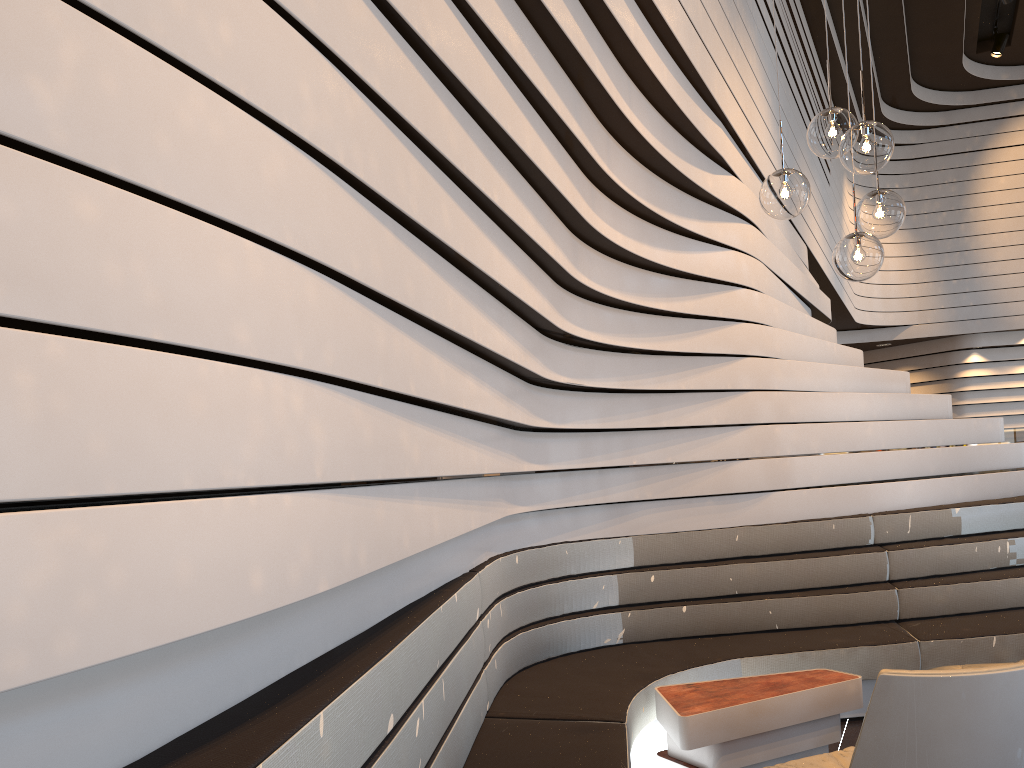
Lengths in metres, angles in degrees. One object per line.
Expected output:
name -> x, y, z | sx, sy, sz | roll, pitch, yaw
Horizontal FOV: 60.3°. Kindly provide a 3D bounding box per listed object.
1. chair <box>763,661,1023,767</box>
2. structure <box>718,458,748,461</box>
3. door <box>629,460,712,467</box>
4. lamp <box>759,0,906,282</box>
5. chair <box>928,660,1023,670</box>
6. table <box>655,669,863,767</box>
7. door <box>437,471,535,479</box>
chair -> 1.052, 1.054, 2.320 | 0.653, 0.765, 0.716 | -3, -3, -20
structure -> 3.826, 1.372, 15.268 | 0.017, 0.469, 0.810 | -4, -3, -39
door -> 2.891, 1.392, 16.354 | 1.787, 2.699, 0.079 | -4, 0, 31
lamp -> 1.001, -2.711, 2.962 | 0.530, 4.711, 0.334 | -4, 0, -12
chair -> 1.736, 1.088, 3.077 | 0.716, 0.766, 0.653 | -5, -3, 25
table -> 0.923, 1.378, 3.490 | 0.900, 0.370, 0.418 | -1, -4, -27
door -> -0.139, 0.915, 6.794 | 0.978, 2.104, 0.162 | -4, 0, 26
